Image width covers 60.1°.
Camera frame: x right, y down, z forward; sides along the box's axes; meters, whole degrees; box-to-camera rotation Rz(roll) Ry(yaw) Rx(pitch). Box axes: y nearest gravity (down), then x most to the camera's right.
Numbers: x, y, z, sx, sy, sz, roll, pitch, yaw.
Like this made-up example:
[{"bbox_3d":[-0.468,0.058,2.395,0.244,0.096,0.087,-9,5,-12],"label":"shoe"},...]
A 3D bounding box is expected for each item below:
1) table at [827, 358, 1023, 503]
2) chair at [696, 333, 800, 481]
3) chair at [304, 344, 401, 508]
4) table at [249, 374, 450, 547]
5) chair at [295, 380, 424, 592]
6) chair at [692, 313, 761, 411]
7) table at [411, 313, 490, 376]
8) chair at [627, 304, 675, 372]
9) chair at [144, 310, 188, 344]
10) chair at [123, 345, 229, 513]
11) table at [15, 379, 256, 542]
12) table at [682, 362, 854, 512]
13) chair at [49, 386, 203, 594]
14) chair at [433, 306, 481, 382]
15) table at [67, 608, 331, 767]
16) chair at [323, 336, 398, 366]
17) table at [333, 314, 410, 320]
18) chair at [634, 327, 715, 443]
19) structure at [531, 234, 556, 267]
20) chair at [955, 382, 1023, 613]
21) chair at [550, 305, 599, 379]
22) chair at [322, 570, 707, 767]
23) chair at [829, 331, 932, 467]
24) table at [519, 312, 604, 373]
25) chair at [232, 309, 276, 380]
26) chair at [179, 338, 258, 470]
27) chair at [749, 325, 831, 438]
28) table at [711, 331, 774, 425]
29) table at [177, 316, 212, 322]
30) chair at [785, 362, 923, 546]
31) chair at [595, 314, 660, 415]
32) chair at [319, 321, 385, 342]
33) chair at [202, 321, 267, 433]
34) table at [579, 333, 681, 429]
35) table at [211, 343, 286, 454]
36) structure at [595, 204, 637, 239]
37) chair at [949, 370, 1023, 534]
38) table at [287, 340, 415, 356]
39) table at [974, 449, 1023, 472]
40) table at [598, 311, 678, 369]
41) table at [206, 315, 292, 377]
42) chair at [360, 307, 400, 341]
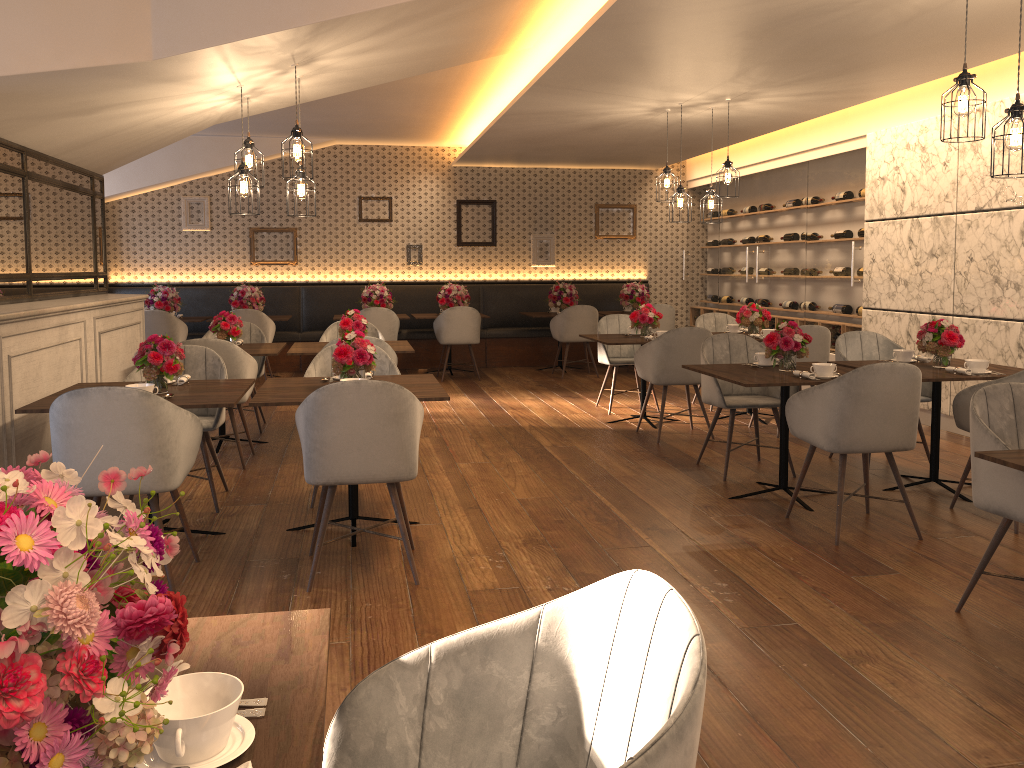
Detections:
[{"bbox_3d":[2.497,0.262,5.219,0.896,0.717,0.901,-1,6,-10],"label":"table"},{"bbox_3d":[1.489,0.126,5.698,0.565,0.868,0.529,-1,5,-10],"label":"chair"},{"bbox_3d":[-0.916,0.212,5.116,0.565,0.868,0.529,-1,5,-10],"label":"chair"},{"bbox_3d":[-0.806,0.372,4.475,0.896,0.717,0.901,-1,6,-10],"label":"table"},{"bbox_3d":[-0.649,0.383,3.818,0.565,0.868,0.529,-1,5,-10],"label":"chair"},{"bbox_3d":[1.992,-0.221,8.299,0.565,0.868,0.529,-1,5,-10],"label":"chair"},{"bbox_3d":[-0.781,-0.498,11.040,0.896,0.717,0.901,-1,6,-10],"label":"table"},{"bbox_3d":[1.714,-0.551,10.803,0.565,0.868,0.529,-1,5,-10],"label":"chair"},{"bbox_3d":[-3.905,-0.397,9.792,0.565,0.868,0.529,-1,5,-10],"label":"chair"},{"bbox_3d":[-1.860,0.238,4.946,0.565,0.868,0.529,-1,5,-10],"label":"chair"},{"bbox_3d":[-1.750,0.398,4.306,0.896,0.717,0.901,-1,6,-10],"label":"table"},{"bbox_3d":[1.553,0.288,5.049,0.896,0.717,0.901,-1,6,-10],"label":"table"},{"bbox_3d":[-1.593,0.409,3.648,0.565,0.868,0.529,-1,5,-10],"label":"chair"},{"bbox_3d":[-0.624,-0.487,10.383,0.565,0.868,0.529,-1,5,-10],"label":"chair"},{"bbox_3d":[-0.679,0.823,1.070,0.896,0.717,0.901,-1,6,-10],"label":"table"},{"bbox_3d":[-1.062,0.082,6.099,0.565,0.868,0.529,-1,5,-10],"label":"chair"},{"bbox_3d":[-1.725,-0.472,10.870,0.896,0.717,0.901,-1,6,-10],"label":"table"},{"bbox_3d":[1.269,-0.022,6.823,0.565,0.868,0.529,-1,5,-10],"label":"chair"},{"bbox_3d":[0.430,-1.826,12.102,0.340,0.438,0.035,-1,4,-10],"label":"structure"},{"bbox_3d":[1.947,0.460,3.167,0.565,0.868,0.529,-1,5,-10],"label":"chair"},{"bbox_3d":[0.770,-0.526,10.633,0.565,0.868,0.529,-1,5,-10],"label":"chair"},{"bbox_3d":[-0.026,0.725,1.221,0.526,0.868,0.567,-1,5,-10],"label":"chair"},{"bbox_3d":[2.433,0.100,5.868,0.565,0.868,0.529,-1,5,-10],"label":"chair"},{"bbox_3d":[0.613,-0.536,11.291,0.896,0.717,0.901,-1,6,-10],"label":"table"},{"bbox_3d":[-2.961,-0.423,9.962,0.565,0.868,0.529,-1,5,-10],"label":"chair"},{"bbox_3d":[-2.006,0.108,5.929,0.565,0.868,0.529,-1,5,-10],"label":"chair"},{"bbox_3d":[2.213,-0.048,6.993,0.565,0.868,0.529,-1,5,-10],"label":"chair"},{"bbox_3d":[2.056,-0.059,7.651,0.896,0.717,0.901,-1,6,-10],"label":"table"},{"bbox_3d":[-4.062,-0.408,10.449,0.896,0.717,0.901,-1,6,-10],"label":"table"},{"bbox_3d":[1.710,0.298,4.392,0.565,0.868,0.529,-1,5,-10],"label":"chair"},{"bbox_3d":[1.048,-0.195,8.129,0.565,0.868,0.529,-1,5,-10],"label":"chair"},{"bbox_3d":[-1.329,-0.089,7.396,0.565,0.868,0.529,-1,5,-10],"label":"chair"},{"bbox_3d":[-2.273,-0.063,7.226,0.565,0.868,0.529,-1,5,-10],"label":"chair"},{"bbox_3d":[1.112,-0.033,7.481,0.896,0.717,0.901,-1,6,-10],"label":"table"},{"bbox_3d":[-2.163,0.097,6.586,0.896,0.717,0.901,-1,6,-10],"label":"table"},{"bbox_3d":[1.438,-2.245,12.255,0.601,0.483,0.032,-1,4,-10],"label":"structure"},{"bbox_3d":[2.654,0.272,4.562,0.565,0.868,0.529,-1,5,-10],"label":"chair"},{"bbox_3d":[-1.219,0.071,6.756,0.896,0.717,0.901,-1,6,-10],"label":"table"},{"bbox_3d":[2.012,0.621,2.519,0.896,0.717,0.901,-1,6,-10],"label":"table"},{"bbox_3d":[1.557,-0.562,11.461,0.896,0.717,0.901,-1,6,-10],"label":"table"},{"bbox_3d":[-3.118,-0.434,10.619,0.896,0.717,0.901,-1,6,-10],"label":"table"},{"bbox_3d":[-1.568,-0.461,10.213,0.565,0.868,0.529,-1,5,-10],"label":"chair"}]
